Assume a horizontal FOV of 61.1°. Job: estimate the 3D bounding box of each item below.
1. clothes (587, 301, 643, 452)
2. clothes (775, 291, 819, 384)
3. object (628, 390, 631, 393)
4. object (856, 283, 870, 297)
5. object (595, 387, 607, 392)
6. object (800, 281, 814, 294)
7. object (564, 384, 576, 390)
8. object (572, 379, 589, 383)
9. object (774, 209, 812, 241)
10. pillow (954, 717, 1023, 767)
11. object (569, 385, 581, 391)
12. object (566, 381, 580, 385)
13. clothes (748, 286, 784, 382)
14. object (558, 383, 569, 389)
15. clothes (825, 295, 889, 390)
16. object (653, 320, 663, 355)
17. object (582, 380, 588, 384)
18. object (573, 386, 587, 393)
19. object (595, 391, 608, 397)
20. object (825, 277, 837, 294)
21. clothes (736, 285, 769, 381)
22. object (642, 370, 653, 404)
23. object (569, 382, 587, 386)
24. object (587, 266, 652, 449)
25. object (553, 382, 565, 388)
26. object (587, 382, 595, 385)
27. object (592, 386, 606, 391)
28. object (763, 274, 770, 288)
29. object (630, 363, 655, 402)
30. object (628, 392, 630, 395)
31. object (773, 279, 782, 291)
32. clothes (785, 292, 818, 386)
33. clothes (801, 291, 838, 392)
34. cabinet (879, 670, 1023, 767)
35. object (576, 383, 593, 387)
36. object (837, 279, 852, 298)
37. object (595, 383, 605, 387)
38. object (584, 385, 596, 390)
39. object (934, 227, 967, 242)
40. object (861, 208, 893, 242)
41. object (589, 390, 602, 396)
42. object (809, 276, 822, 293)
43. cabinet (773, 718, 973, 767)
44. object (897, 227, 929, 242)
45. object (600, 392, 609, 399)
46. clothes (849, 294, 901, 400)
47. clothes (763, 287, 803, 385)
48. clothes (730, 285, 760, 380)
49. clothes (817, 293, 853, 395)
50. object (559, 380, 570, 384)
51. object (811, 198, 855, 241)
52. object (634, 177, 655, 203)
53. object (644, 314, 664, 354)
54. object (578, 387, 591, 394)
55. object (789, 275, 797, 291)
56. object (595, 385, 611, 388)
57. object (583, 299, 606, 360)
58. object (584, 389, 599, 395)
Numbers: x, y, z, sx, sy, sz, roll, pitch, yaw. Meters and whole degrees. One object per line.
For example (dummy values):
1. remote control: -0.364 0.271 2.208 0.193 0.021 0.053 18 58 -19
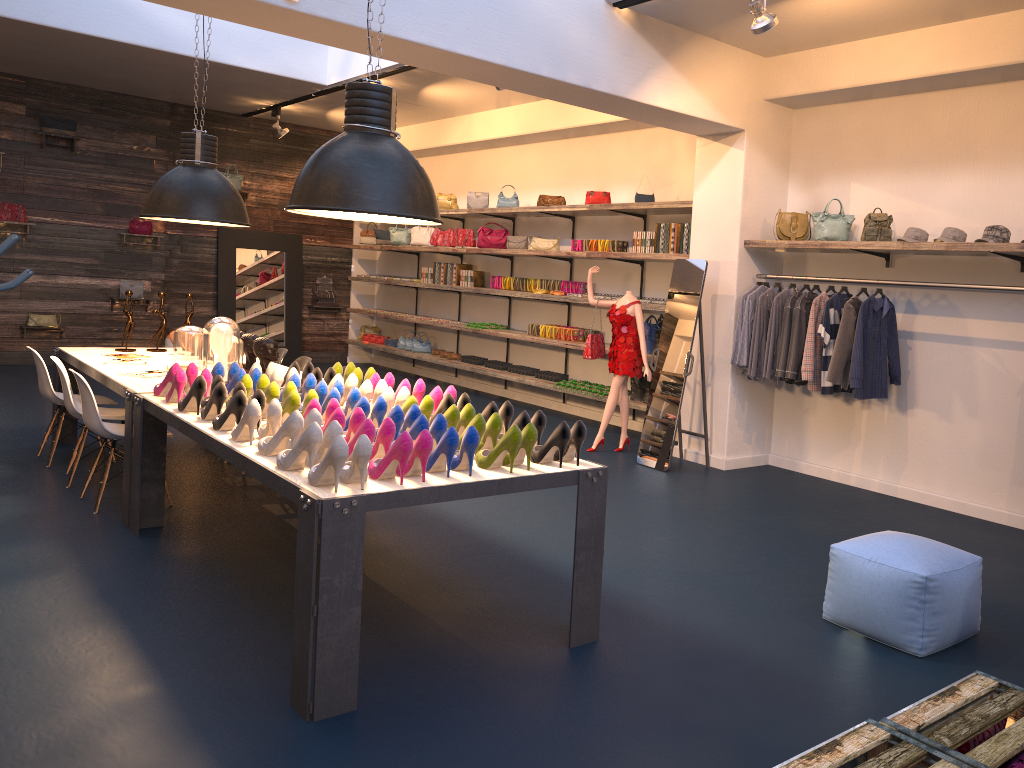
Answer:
1. clothes: 0.985 -0.074 7.817 0.321 1.380 0.497 6 4 39
2. clothes: 2.370 -0.372 7.032 0.711 0.751 0.119 0 4 -37
3. object: 1.163 0.073 8.972 0.079 0.067 0.254 7 7 31
4. object: 2.687 -0.695 6.636 0.467 0.219 0.009 -1 5 -39
5. object: 0.944 0.064 8.910 0.255 0.064 0.079 0 7 -32
6. object: 2.382 -0.765 7.029 0.467 0.219 0.009 -1 5 -39
7. object: 0.616 0.032 9.223 0.254 0.057 0.077 -2 8 -43
8. object: 0.726 -0.022 9.501 0.241 0.053 0.083 3 6 -9
9. object: 2.362 -1.317 7.263 0.330 0.283 0.198 3 4 -11
10. pillow: 1.183 0.953 1.960 0.335 0.318 0.423 0 7 -38
11. object: 0.678 0.043 9.166 0.254 0.057 0.077 -2 8 -43
12. object: 0.672 -0.003 9.316 0.255 0.067 0.077 0 6 -32
13. clothes: 2.205 -0.420 7.269 0.573 0.798 0.174 0 4 -43
14. object: 0.577 0.020 9.299 0.254 0.057 0.077 -2 8 -43
15. clothes: 2.667 -0.311 6.671 0.762 0.733 0.160 0 5 -40
16. object: 1.491 -0.445 8.367 0.405 0.337 0.201 1 5 -32
17. object: 0.816 -0.006 9.430 0.077 0.074 0.254 8 7 38
18. object: 0.717 0.055 9.090 0.254 0.057 0.077 -2 8 -43
19. object: 0.924 0.100 8.841 0.254 0.057 0.077 -2 8 -43
20. object: 2.523 -0.736 6.866 0.467 0.219 0.009 -1 5 -39
21. clothes: 2.097 -0.430 7.347 0.587 0.812 0.113 1 4 -39
22. object: 1.416 0.024 8.472 0.405 0.337 0.201 1 5 -32
23. object: 0.698 0.007 9.235 0.255 0.064 0.079 0 7 -32
24. object: 0.990 -0.218 7.821 0.698 1.659 0.369 5 3 29
25. object: 0.519 0.008 9.362 0.254 0.057 0.077 -2 8 -43
26. object: 0.841 0.005 9.349 0.080 0.073 0.252 7 7 30
27. object: 0.918 0.054 8.991 0.255 0.067 0.077 0 6 -32
28. object: 2.145 -0.819 7.337 0.467 0.219 0.009 -1 5 -39
29. object: 1.334 -0.025 8.608 0.402 0.389 0.167 2 4 -26
30. object: 1.106 0.108 8.880 0.254 0.057 0.077 -2 8 -43
31. object: 2.215 -0.805 7.251 0.467 0.219 0.009 -1 5 -39
32. clothes: 2.424 -0.359 6.960 0.711 0.751 0.119 0 4 -37
33. clothes: 2.511 -0.338 6.873 0.731 0.793 0.162 0 4 -39
34. cabinet: 1.185 1.078 1.970 0.510 0.546 0.514 0 6 -38
35. object: 0.774 0.020 9.182 0.255 0.067 0.078 0 6 -32
36. object: 2.592 -0.721 6.778 0.467 0.219 0.009 -1 5 -39
37. object: 0.918 0.016 9.297 0.079 0.067 0.254 7 7 31
38. object: 0.841 0.042 9.044 0.256 0.063 0.077 -1 7 -34
39. object: 3.133 -1.061 6.208 0.242 0.125 0.184 4 6 -2
40. object: 2.797 -1.227 6.739 0.260 0.283 0.352 2 6 -20
41. object: 0.862 0.089 8.898 0.254 0.057 0.077 -2 8 -43
42. object: 2.437 -0.753 6.958 0.467 0.219 0.009 -1 5 -39
43. cabinet: 1.843 1.104 2.133 2.993 0.546 0.699 1 6 -25
44. object: 2.966 -1.099 6.428 0.242 0.125 0.184 4 6 -2
45. object: 0.963 0.112 8.765 0.254 0.057 0.077 -2 8 -43
46. clothes: 2.755 -0.281 6.554 0.731 0.793 0.162 0 4 -39
47. clothes: 2.295 -0.400 7.150 0.573 0.798 0.174 0 4 -43
48. clothes: 2.059 -0.438 7.397 0.587 0.812 0.113 1 4 -39
49. clothes: 2.569 -0.315 6.791 0.612 0.791 0.114 1 4 -38
50. object: 0.596 -0.015 9.367 0.256 0.063 0.077 -1 7 -34
51. object: 2.603 -1.322 7.038 0.372 0.365 0.174 3 3 -4
52. object: 1.303 -1.897 8.490 0.206 0.278 0.057 3 3 -9
53. object: 1.409 -0.494 8.503 0.402 0.389 0.167 2 4 -26
54. object: 0.765 0.065 9.037 0.254 0.057 0.077 -2 8 -43
55. object: 2.305 -0.784 7.133 0.467 0.219 0.009 -1 5 -39
56. object: 0.972 0.035 9.177 0.241 0.053 0.083 3 6 -9
57. object: 0.772 -0.506 7.925 0.084 0.551 0.341 5 4 30
58. object: 0.823 0.077 8.974 0.254 0.057 0.077 -2 8 -43
